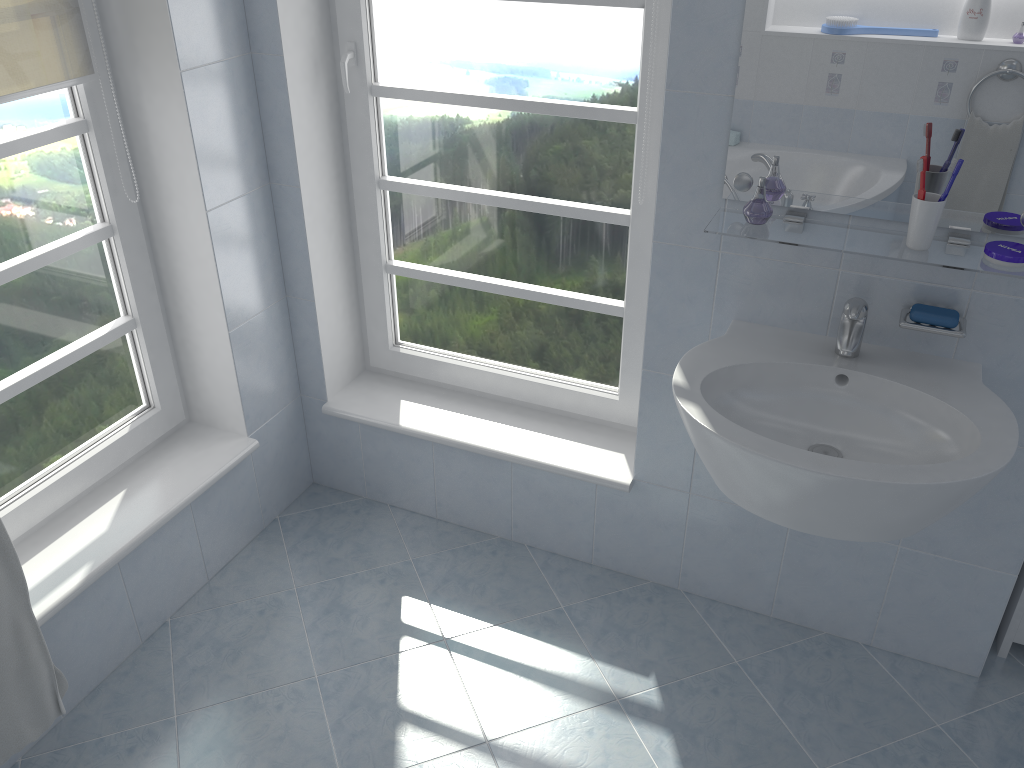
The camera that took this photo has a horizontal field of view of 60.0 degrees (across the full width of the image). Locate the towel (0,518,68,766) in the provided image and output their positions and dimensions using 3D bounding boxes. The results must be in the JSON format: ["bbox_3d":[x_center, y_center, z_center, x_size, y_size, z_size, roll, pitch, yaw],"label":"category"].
[{"bbox_3d":[-1.068,0.509,1.779,0.083,0.635,0.280,13,33,21],"label":"towel"}]

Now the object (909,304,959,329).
[{"bbox_3d":[0.845,-0.136,1.774,0.090,0.027,0.060,14,33,23],"label":"object"}]

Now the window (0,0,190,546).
[{"bbox_3d":[-1.100,-0.605,1.776,0.142,2.067,0.758,13,33,21],"label":"window"}]

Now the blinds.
[{"bbox_3d":[-1.051,-0.994,1.514,0.046,1.032,0.598,13,33,21],"label":"blinds"}]

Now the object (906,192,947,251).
[{"bbox_3d":[0.768,-0.301,1.656,0.058,0.100,0.058,17,34,26],"label":"object"}]

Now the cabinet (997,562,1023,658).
[{"bbox_3d":[1.665,0.303,1.999,0.819,0.921,0.389,13,33,21],"label":"cabinet"}]

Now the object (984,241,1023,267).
[{"bbox_3d":[0.913,-0.239,1.629,0.083,0.020,0.083,17,35,27],"label":"object"}]

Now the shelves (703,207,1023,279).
[{"bbox_3d":[0.699,-0.268,1.733,0.620,0.045,0.170,13,33,21],"label":"shelves"}]

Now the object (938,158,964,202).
[{"bbox_3d":[0.778,-0.330,1.625,0.012,0.175,0.054,-24,38,-34],"label":"object"}]

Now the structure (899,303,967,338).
[{"bbox_3d":[0.849,-0.125,1.790,0.124,0.034,0.092,13,33,21],"label":"structure"}]

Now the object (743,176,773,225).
[{"bbox_3d":[0.496,-0.369,1.779,0.059,0.094,0.059,-2,31,-3],"label":"object"}]

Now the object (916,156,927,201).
[{"bbox_3d":[0.742,-0.331,1.623,0.050,0.178,0.012,-14,33,-23],"label":"object"}]

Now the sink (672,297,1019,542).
[{"bbox_3d":[0.631,0.111,1.771,0.634,0.489,0.533,13,33,21],"label":"sink"}]

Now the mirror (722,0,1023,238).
[{"bbox_3d":[0.729,-0.625,1.607,0.620,0.680,0.012,13,33,21],"label":"mirror"}]

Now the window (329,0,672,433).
[{"bbox_3d":[-0.036,-0.836,2.161,0.963,2.067,0.142,13,33,21],"label":"window"}]
